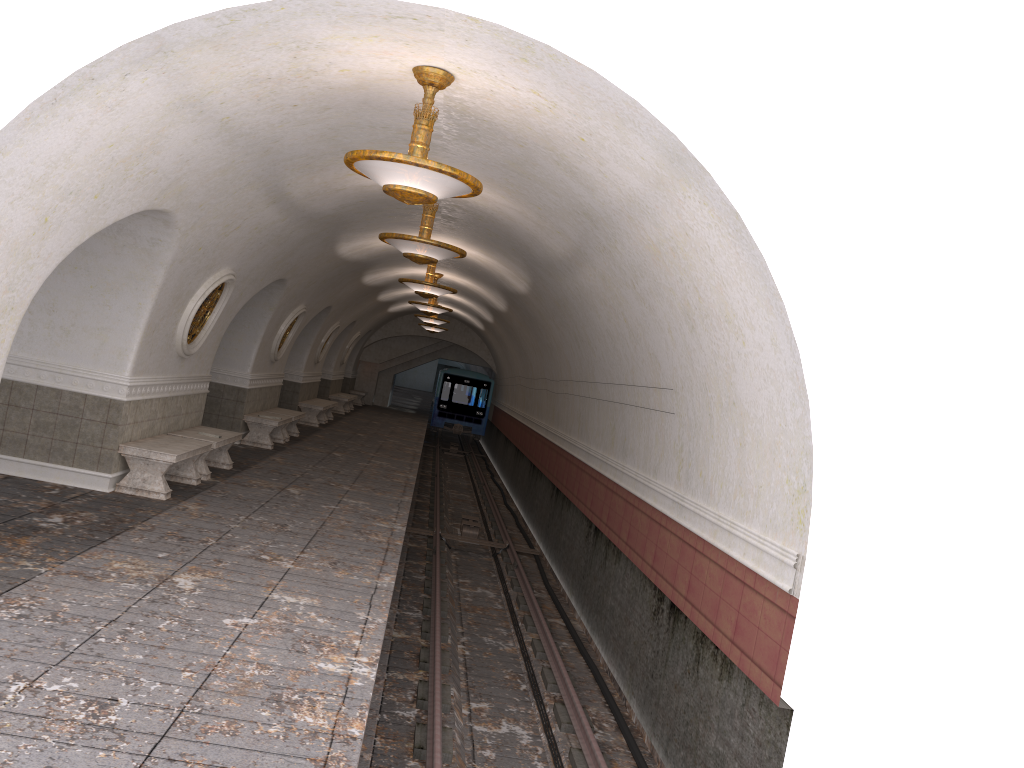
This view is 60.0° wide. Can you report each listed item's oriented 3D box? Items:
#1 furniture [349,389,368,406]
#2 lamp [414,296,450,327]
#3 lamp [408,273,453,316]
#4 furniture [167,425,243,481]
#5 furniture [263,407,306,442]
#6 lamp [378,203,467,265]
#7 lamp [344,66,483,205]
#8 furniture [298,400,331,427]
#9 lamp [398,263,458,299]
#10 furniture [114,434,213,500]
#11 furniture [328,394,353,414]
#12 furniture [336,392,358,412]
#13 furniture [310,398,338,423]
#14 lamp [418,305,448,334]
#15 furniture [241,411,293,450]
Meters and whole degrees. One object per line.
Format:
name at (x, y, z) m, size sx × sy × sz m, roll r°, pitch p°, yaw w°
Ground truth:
furniture at (-5.969, 0.533, 34.341) m, size 0.613 × 0.508 × 1.509 m, roll 11°, pitch 0°, yaw -5°
lamp at (-2.155, -2.055, 24.484) m, size 1.008 × 0.955 × 1.008 m, roll 11°, pitch 0°, yaw 11°
lamp at (-1.757, -1.976, 19.673) m, size 1.008 × 0.955 × 1.008 m, roll 11°, pitch 0°, yaw 11°
furniture at (-4.103, 0.904, 11.808) m, size 0.613 × 0.508 × 1.509 m, roll 11°, pitch 0°, yaw -5°
furniture at (-4.599, 0.805, 17.796) m, size 0.613 × 0.508 × 1.509 m, roll 11°, pitch 0°, yaw -5°
lamp at (-0.957, -1.817, 10.015) m, size 1.008 × 0.955 × 1.008 m, roll 11°, pitch 0°, yaw -21°
lamp at (-0.655, -1.757, 6.373) m, size 1.008 × 0.955 × 1.008 m, roll 11°, pitch 0°, yaw 41°
furniture at (-4.957, 0.734, 22.120) m, size 0.613 × 0.508 × 1.509 m, roll 11°, pitch 0°, yaw -5°
lamp at (-1.358, -1.897, 14.860) m, size 1.008 × 0.955 × 1.008 m, roll 11°, pitch 0°, yaw -21°
furniture at (-3.964, 0.931, 10.132) m, size 0.613 × 0.508 × 1.509 m, roll 11°, pitch 0°, yaw -5°
furniture at (-5.449, 0.636, 28.061) m, size 0.613 × 0.508 × 1.509 m, roll 11°, pitch 0°, yaw -5°
furniture at (-5.588, 0.608, 29.736) m, size 0.613 × 0.508 × 1.509 m, roll 11°, pitch 0°, yaw -5°
furniture at (-5.096, 0.706, 23.795) m, size 0.613 × 0.508 × 1.509 m, roll 11°, pitch 0°, yaw -5°
lamp at (-2.554, -2.135, 29.296) m, size 1.008 × 0.955 × 1.008 m, roll 11°, pitch 0°, yaw 41°
furniture at (-4.460, 0.833, 16.120) m, size 0.613 × 0.508 × 1.509 m, roll 11°, pitch 0°, yaw -5°
